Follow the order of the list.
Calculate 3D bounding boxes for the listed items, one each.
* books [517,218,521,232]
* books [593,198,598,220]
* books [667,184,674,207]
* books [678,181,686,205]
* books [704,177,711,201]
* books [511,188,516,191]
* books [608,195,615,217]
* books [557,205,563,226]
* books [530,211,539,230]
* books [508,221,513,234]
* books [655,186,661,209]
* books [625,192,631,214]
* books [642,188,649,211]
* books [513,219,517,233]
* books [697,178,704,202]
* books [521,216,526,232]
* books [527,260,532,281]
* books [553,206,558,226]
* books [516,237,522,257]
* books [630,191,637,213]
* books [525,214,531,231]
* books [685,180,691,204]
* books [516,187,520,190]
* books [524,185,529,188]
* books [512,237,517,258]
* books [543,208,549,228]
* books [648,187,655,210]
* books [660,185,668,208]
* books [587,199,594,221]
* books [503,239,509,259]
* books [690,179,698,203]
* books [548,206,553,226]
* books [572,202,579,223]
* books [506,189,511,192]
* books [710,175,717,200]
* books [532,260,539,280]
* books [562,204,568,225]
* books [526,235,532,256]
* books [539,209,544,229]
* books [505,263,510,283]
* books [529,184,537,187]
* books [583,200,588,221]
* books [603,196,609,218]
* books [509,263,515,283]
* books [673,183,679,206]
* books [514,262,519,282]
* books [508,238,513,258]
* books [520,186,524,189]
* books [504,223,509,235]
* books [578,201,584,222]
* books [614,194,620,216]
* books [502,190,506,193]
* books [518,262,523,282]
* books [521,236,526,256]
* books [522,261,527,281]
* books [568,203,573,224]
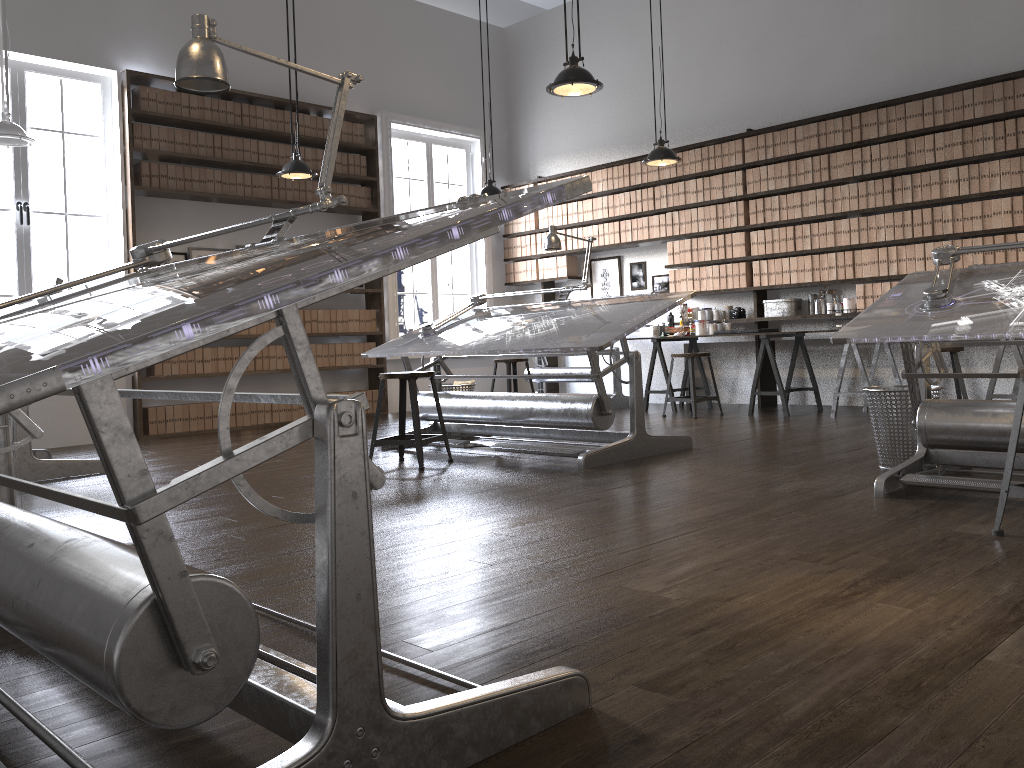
[{"bbox_3d":[0.139,-1.805,9.920,0.175,0.225,0.066,-3,0,-44],"label":"books"},{"bbox_3d":[0.917,-1.795,9.128,0.175,0.225,0.066,-3,0,-44],"label":"books"},{"bbox_3d":[1.562,-1.791,8.473,0.174,0.226,0.066,-3,0,-44],"label":"books"},{"bbox_3d":[1.654,-1.790,8.370,0.175,0.226,0.067,-3,0,-44],"label":"books"},{"bbox_3d":[1.849,-1.789,8.180,0.175,0.226,0.066,-3,0,-44],"label":"books"},{"bbox_3d":[0.078,-2.082,9.971,0.174,0.226,0.066,-3,0,-44],"label":"books"},{"bbox_3d":[1.061,-1.794,8.982,0.175,0.226,0.066,-3,0,-44],"label":"books"},{"bbox_3d":[0.570,-1.797,9.483,0.175,0.225,0.066,-3,0,-44],"label":"books"},{"bbox_3d":[0.284,-1.804,9.774,0.174,0.226,0.066,-3,0,-44],"label":"books"},{"bbox_3d":[0.042,-1.805,10.014,0.175,0.226,0.067,-3,0,-44],"label":"books"},{"bbox_3d":[1.463,-1.792,8.575,0.175,0.226,0.066,-3,0,-44],"label":"books"},{"bbox_3d":[1.206,-1.793,8.827,0.175,0.226,0.066,-3,0,-44],"label":"books"},{"bbox_3d":[1.358,-1.792,8.681,0.175,0.225,0.066,-3,0,-44],"label":"books"},{"bbox_3d":[0.094,-1.805,9.964,0.175,0.225,0.066,-3,0,-44],"label":"books"},{"bbox_3d":[1.797,-1.790,8.227,0.175,0.226,0.067,-3,0,-44],"label":"books"},{"bbox_3d":[0.183,-1.804,9.869,0.175,0.226,0.067,-3,0,-44],"label":"books"},{"bbox_3d":[0.249,-1.253,9.819,0.175,0.226,0.066,-3,0,-44],"label":"books"},{"bbox_3d":[0.523,-1.797,9.529,0.175,0.225,0.066,-3,0,-44],"label":"books"},{"bbox_3d":[0.137,-1.531,9.927,0.174,0.226,0.066,-3,0,-44],"label":"books"},{"bbox_3d":[1.256,-1.792,8.775,0.175,0.226,0.067,-3,0,-44],"label":"books"},{"bbox_3d":[0.234,-1.804,9.825,0.175,0.226,0.066,-3,0,-44],"label":"books"},{"bbox_3d":[1.705,-1.790,8.326,0.175,0.225,0.066,-3,0,-44],"label":"books"},{"bbox_3d":[0.129,-2.082,9.924,0.174,0.226,0.066,-3,0,-44],"label":"books"},{"bbox_3d":[0.223,-2.081,9.820,0.175,0.226,0.067,-3,0,-44],"label":"books"},{"bbox_3d":[0.091,-1.532,9.980,0.174,0.226,0.066,-3,0,-44],"label":"books"},{"bbox_3d":[0.425,-1.797,9.622,0.175,0.226,0.066,-3,0,-44],"label":"books"},{"bbox_3d":[1.406,-1.792,8.624,0.175,0.226,0.067,-3,0,-44],"label":"books"},{"bbox_3d":[1.509,-1.791,8.521,0.174,0.226,0.066,-3,0,-44],"label":"books"},{"bbox_3d":[0.867,-1.795,9.173,0.175,0.226,0.067,-3,0,-44],"label":"books"},{"bbox_3d":[-0.010,-1.532,10.075,0.175,0.226,0.067,-3,0,-44],"label":"books"},{"bbox_3d":[1.747,-1.790,8.280,0.175,0.225,0.066,-3,0,-44],"label":"books"},{"bbox_3d":[0.475,-1.797,9.570,0.175,0.226,0.067,-3,0,-44],"label":"books"},{"bbox_3d":[0.721,-1.796,9.323,0.174,0.226,0.066,-3,0,-44],"label":"books"},{"bbox_3d":[0.025,-2.082,10.020,0.175,0.226,0.066,-3,0,-44],"label":"books"},{"bbox_3d":[1.899,-1.789,8.131,0.174,0.226,0.066,-3,0,-44],"label":"books"},{"bbox_3d":[0.303,-1.253,9.770,0.174,0.226,0.066,-3,0,-44],"label":"books"},{"bbox_3d":[0.618,-1.796,9.427,0.175,0.226,0.067,-3,0,-44],"label":"books"},{"bbox_3d":[0.239,-1.531,9.822,0.175,0.226,0.067,-3,0,-44],"label":"books"},{"bbox_3d":[0.377,-1.798,9.676,0.174,0.226,0.066,-3,0,-44],"label":"books"},{"bbox_3d":[0.009,-1.255,10.074,0.175,0.226,0.066,-3,0,-44],"label":"books"},{"bbox_3d":[0.275,-2.081,9.770,0.175,0.225,0.066,-3,0,-44],"label":"books"},{"bbox_3d":[0.824,-1.795,9.225,0.175,0.226,0.066,-3,0,-44],"label":"books"},{"bbox_3d":[1.009,-1.794,9.029,0.175,0.226,0.067,-3,0,-44],"label":"books"},{"bbox_3d":[0.058,-1.255,10.016,0.175,0.226,0.067,-3,0,-44],"label":"books"},{"bbox_3d":[1.611,-1.791,8.422,0.175,0.226,0.066,-3,0,-44],"label":"books"},{"bbox_3d":[0.113,-1.255,9.967,0.175,0.225,0.066,-3,0,-44],"label":"books"},{"bbox_3d":[0.041,-1.532,10.031,0.175,0.226,0.066,-3,0,-44],"label":"books"},{"bbox_3d":[0.177,-2.082,9.873,0.175,0.226,0.066,-3,0,-44],"label":"books"},{"bbox_3d":[-0.004,-1.806,10.067,0.175,0.226,0.066,-3,0,-44],"label":"books"},{"bbox_3d":[0.774,-1.796,9.276,0.174,0.226,0.066,-3,0,-44],"label":"books"},{"bbox_3d":[1.111,-1.794,8.934,0.174,0.226,0.066,-3,0,-44],"label":"books"},{"bbox_3d":[-0.026,-2.082,10.072,0.175,0.226,0.067,-3,0,-44],"label":"books"},{"bbox_3d":[0.158,-1.254,9.919,0.175,0.225,0.066,-3,0,-44],"label":"books"},{"bbox_3d":[0.190,-1.531,9.879,0.175,0.226,0.066,-3,0,-44],"label":"books"},{"bbox_3d":[0.199,-1.254,9.871,0.175,0.226,0.067,-3,0,-44],"label":"books"},{"bbox_3d":[0.675,-1.796,9.377,0.175,0.226,0.066,-3,0,-44],"label":"books"}]
